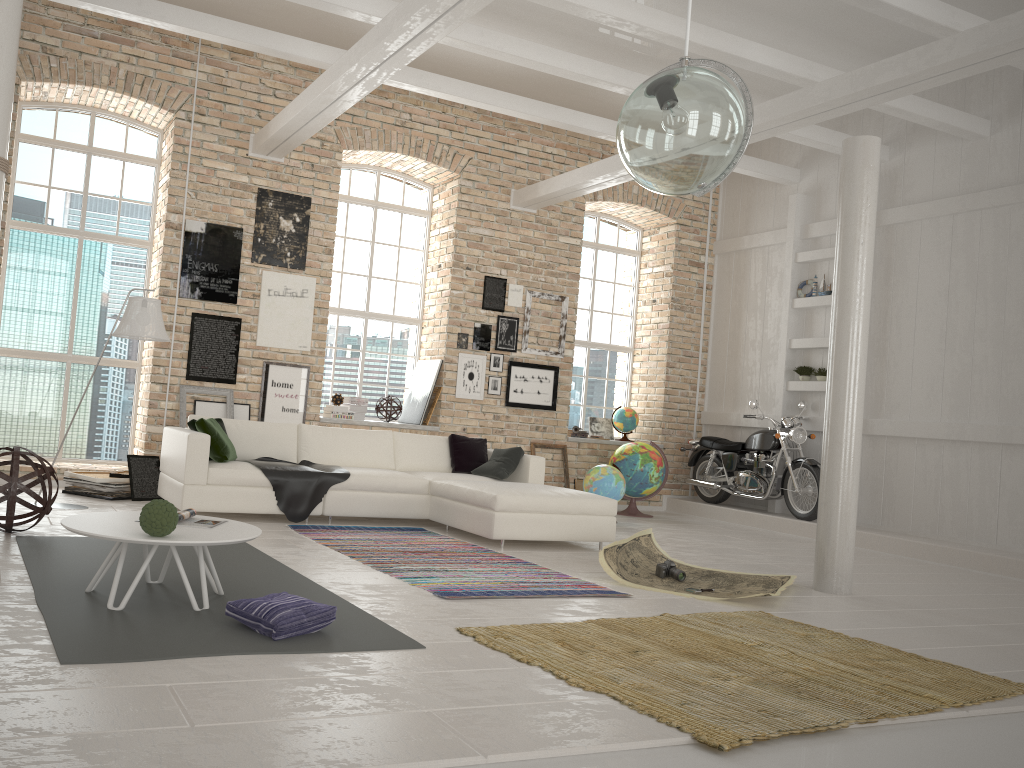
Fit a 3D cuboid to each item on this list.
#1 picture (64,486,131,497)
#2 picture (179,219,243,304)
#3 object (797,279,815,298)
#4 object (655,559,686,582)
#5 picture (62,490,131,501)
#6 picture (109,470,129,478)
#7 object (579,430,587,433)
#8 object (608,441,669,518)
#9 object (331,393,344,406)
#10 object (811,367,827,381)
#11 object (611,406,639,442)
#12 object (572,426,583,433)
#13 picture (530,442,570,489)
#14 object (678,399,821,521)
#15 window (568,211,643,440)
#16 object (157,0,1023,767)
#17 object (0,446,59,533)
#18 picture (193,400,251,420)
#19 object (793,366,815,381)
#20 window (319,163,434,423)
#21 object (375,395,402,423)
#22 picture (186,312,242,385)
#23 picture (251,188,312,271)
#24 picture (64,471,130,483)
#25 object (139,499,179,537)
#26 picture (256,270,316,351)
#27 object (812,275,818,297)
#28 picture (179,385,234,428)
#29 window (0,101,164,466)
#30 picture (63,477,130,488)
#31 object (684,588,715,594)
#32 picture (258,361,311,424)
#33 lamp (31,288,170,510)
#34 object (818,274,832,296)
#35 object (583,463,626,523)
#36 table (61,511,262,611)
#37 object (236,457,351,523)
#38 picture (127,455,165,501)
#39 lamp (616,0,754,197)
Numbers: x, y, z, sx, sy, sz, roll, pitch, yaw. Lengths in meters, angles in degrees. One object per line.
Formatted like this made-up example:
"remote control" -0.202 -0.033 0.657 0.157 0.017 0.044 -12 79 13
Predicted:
"picture" -3.619 0.957 8.169 0.601 0.048 0.766 5 -3 7
"picture" -3.030 -1.228 8.990 0.560 0.785 0.038 6 -2 -26
"object" 3.422 -1.101 10.350 0.066 0.229 0.249 6 -3 -39
"object" 1.073 1.248 5.976 0.141 0.124 0.178 6 -3 -29
"picture" -3.597 0.994 8.141 0.618 0.048 0.746 4 -3 22
"picture" -3.496 0.833 8.209 0.290 0.048 0.385 5 -3 -1
"object" 0.798 0.586 11.129 0.202 0.021 0.167 6 -3 -28
"object" 1.463 1.117 10.523 0.699 0.924 0.612 3 -3 37
"object" -1.911 0.172 9.765 0.143 0.137 0.143 5 -2 -1
"object" 3.485 -0.106 10.011 0.217 0.158 0.238 6 -3 -36
"object" 1.464 0.516 11.504 0.315 0.465 0.345 6 -2 -23
"object" 0.821 0.572 11.160 0.097 0.090 0.463 4 -3 11
"picture" 0.462 1.086 10.549 0.479 0.747 0.234 6 -2 -27
"object" 2.810 0.819 10.371 0.765 1.328 2.302 6 -3 -34
"window" 4.057 -0.749 6.617 1.353 2.987 12.072 6 -3 -30
"object" 0.965 -1.120 5.163 9.596 4.797 12.509 6 -3 -29
"object" -3.146 0.664 5.618 0.581 0.543 0.502 3 -3 38
"picture" -2.920 0.465 8.965 0.546 0.568 0.155 6 -2 -26
"object" 3.343 -0.120 10.213 0.244 0.180 0.237 3 -3 32
"window" 1.342 -1.037 5.311 1.353 2.987 12.072 6 -3 -30
"object" -1.377 0.277 9.961 0.286 0.307 0.326 6 -3 -37
"picture" -3.016 -0.355 9.014 0.484 0.680 0.068 6 -2 -26
"picture" -2.405 -1.610 9.304 0.558 0.783 0.038 6 -2 -26
"picture" -3.580 0.844 8.139 0.628 0.048 0.731 3 -3 39
"object" -1.513 0.576 3.825 0.175 0.164 0.150 3 -3 38
"picture" -2.355 -0.758 9.308 0.559 0.784 0.038 6 -2 -26
"object" 3.475 -1.121 10.219 0.070 0.267 0.065 4 -2 16
"picture" -3.023 0.321 8.837 0.516 0.582 0.299 6 -3 -27
"window" -1.426 -0.996 3.980 1.352 3.654 12.072 6 -3 -30
"picture" -3.598 0.881 8.162 0.615 0.048 0.747 4 -3 19
"object" 1.188 1.290 5.571 0.214 0.019 0.103 6 -3 -31
"picture" -2.380 0.163 9.298 0.492 0.756 0.013 6 -2 -26
"lamp" -3.251 0.105 7.083 1.023 1.775 0.441 4 -2 8
"object" 3.537 -1.120 10.054 0.062 0.261 0.241 5 -2 -17
"object" 0.974 1.153 9.461 0.462 0.631 0.433 4 -2 12
"table" -1.639 0.829 4.158 0.886 0.342 0.937 5 -3 -14
"object" -1.882 0.880 7.491 0.845 0.464 0.820 6 -3 -30
"picture" -3.267 0.843 7.955 0.205 0.404 0.308 3 -3 40
"lamp" 0.717 -1.532 3.591 0.488 1.598 0.516 5 -2 -14
